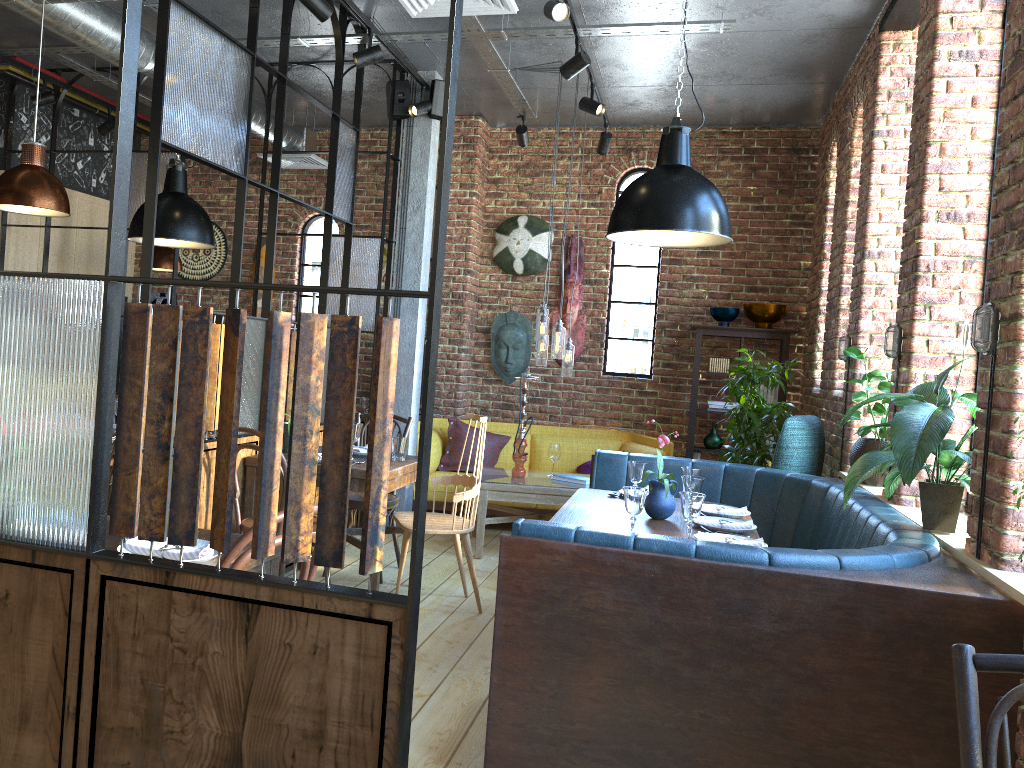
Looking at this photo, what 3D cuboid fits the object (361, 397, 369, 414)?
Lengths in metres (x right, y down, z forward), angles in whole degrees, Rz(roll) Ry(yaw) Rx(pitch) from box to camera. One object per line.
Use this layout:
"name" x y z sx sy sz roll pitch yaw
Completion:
"object" -1.156 0.202 6.984 0.103 0.191 0.094 5 1 34

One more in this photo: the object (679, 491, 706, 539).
"object" 0.667 0.505 3.294 0.103 0.191 0.094 5 1 43

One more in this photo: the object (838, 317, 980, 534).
"object" 1.486 0.123 3.082 0.622 0.751 0.717 4 1 12

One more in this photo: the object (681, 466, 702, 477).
"object" 0.841 0.492 4.160 0.103 0.191 0.094 5 1 43

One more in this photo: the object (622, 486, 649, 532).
"object" 0.459 0.490 3.326 0.103 0.191 0.094 5 1 43

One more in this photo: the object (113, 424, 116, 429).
"object" -2.422 0.240 5.134 0.277 0.051 0.316 5 2 17

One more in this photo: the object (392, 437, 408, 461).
"object" -0.599 0.345 4.685 0.085 0.119 0.084 4 1 3

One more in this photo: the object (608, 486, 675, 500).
"object" 0.649 0.543 4.383 0.334 0.051 0.262 5 2 18

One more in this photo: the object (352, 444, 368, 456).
"object" -0.844 0.358 4.865 0.334 0.051 0.262 5 2 18

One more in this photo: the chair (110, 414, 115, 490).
"chair" -2.578 0.502 5.737 0.538 0.915 0.393 4 1 19

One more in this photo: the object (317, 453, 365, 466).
"object" -0.918 0.366 4.433 0.334 0.051 0.262 5 2 18

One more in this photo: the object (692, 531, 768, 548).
"object" 0.820 0.586 3.319 0.277 0.051 0.316 5 2 17

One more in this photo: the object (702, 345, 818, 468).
"object" 1.653 0.486 6.085 0.718 1.528 0.868 4 1 -8

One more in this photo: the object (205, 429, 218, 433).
"object" -1.899 0.264 5.543 0.277 0.051 0.316 5 2 17

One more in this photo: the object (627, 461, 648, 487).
"object" 0.595 0.472 4.240 0.103 0.191 0.094 5 1 43

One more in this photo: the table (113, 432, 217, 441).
"table" -2.172 0.638 5.403 0.745 0.727 1.007 4 1 13

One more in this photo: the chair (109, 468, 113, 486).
"chair" -2.611 0.512 5.323 0.534 0.915 0.396 4 1 14

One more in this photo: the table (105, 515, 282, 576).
"table" -1.144 0.802 2.370 0.769 0.727 0.733 4 1 14

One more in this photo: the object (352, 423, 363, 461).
"object" -0.822 0.298 4.537 0.094 0.191 0.102 4 1 -29

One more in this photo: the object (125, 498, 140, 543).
"object" -1.032 0.382 2.441 0.082 0.119 0.086 4 1 -18

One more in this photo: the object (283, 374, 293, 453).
"object" -1.148 0.153 4.720 0.198 0.426 0.146 3 1 -43

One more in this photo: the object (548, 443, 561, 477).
"object" 0.293 0.529 6.149 0.087 0.228 0.095 3 1 -38

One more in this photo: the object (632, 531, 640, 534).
"object" 0.436 0.564 3.167 0.334 0.051 0.262 5 2 18

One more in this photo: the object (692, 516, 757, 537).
"object" 0.888 0.579 3.707 0.277 0.051 0.316 5 2 17

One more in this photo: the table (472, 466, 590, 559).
"table" 0.202 0.896 6.023 0.936 0.508 0.750 4 1 -1

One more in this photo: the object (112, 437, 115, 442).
"object" -2.112 0.280 4.509 0.277 0.051 0.316 5 2 17

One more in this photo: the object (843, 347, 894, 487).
"object" 1.809 0.161 4.270 0.404 0.663 0.488 5 1 37

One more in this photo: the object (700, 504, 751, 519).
"object" 0.958 0.574 4.063 0.277 0.051 0.316 5 2 17

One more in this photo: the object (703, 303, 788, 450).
"object" 1.772 0.251 6.912 0.620 1.760 0.321 4 1 9

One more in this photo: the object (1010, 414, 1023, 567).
"object" 1.354 0.291 1.971 0.439 0.482 0.440 5 1 35

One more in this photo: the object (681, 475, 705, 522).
"object" 0.774 0.497 3.805 0.103 0.191 0.094 5 1 43

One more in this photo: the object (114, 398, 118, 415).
"object" -2.261 0.182 5.084 0.103 0.191 0.094 5 1 34

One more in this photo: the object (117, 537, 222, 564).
"object" -0.890 0.430 2.329 0.277 0.051 0.316 5 2 17

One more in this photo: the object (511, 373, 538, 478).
"object" 0.067 0.282 5.944 0.171 0.704 0.258 4 1 4

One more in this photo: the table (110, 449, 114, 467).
"table" -2.388 0.656 4.318 0.745 0.727 1.007 4 1 13

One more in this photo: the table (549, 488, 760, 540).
"table" 0.587 0.914 3.757 0.842 0.661 1.504 4 2 12

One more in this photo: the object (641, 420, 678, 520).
"object" 0.654 0.370 3.824 0.142 0.431 0.208 5 1 32

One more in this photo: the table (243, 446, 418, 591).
"table" -0.922 0.748 4.672 0.769 0.727 0.733 4 1 14
